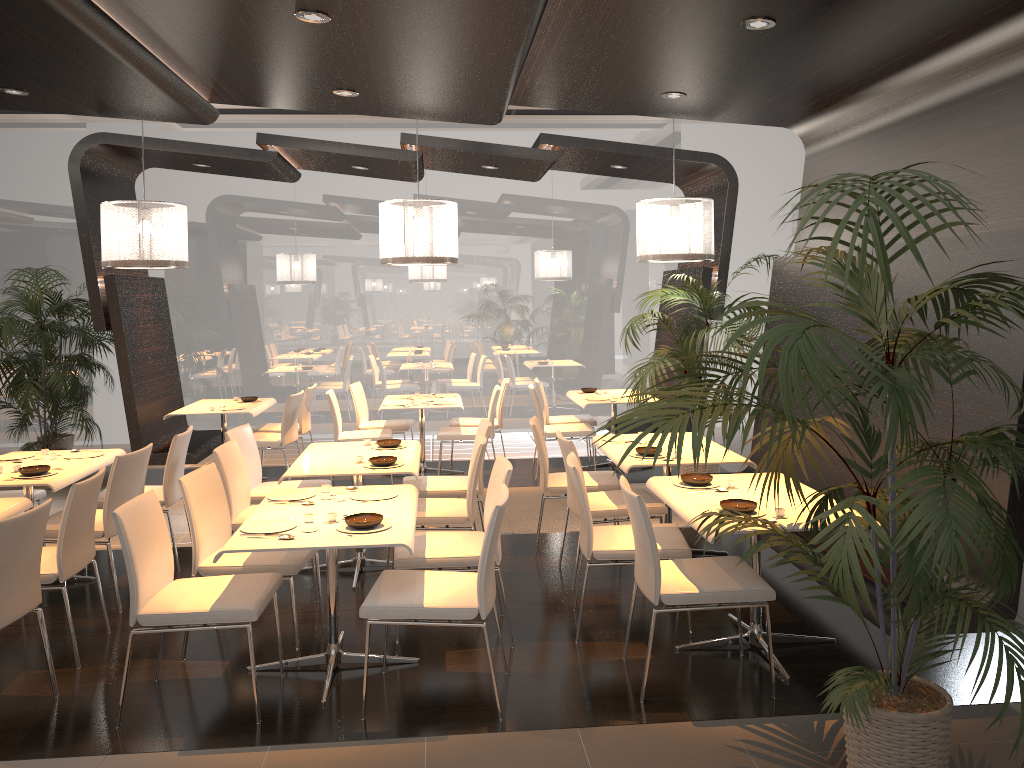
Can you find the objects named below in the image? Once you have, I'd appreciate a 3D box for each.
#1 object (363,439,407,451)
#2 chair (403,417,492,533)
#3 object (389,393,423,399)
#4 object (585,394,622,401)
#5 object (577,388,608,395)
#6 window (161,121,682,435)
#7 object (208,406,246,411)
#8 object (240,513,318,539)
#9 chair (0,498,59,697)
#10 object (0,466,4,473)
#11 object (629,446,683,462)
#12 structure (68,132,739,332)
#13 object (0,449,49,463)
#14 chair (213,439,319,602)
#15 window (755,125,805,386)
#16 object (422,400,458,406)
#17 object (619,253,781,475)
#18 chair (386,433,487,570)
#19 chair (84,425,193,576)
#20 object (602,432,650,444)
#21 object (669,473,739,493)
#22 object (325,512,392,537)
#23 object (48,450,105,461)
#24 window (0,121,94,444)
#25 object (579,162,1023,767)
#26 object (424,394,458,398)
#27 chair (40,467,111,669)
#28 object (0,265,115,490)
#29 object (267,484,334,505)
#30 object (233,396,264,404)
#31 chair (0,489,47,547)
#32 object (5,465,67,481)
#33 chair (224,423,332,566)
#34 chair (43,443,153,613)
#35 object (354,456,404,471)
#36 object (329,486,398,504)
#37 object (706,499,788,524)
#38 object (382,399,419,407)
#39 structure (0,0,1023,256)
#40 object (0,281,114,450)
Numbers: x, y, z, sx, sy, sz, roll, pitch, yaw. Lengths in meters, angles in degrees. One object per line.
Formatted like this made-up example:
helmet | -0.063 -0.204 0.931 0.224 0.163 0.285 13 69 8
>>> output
object | -0.855 0.401 5.942 0.303 0.044 0.366 -1 6 -6
chair | -0.436 0.697 6.005 0.605 0.868 0.485 -1 2 -7
object | -1.069 0.121 8.879 0.335 0.038 0.378 -2 6 -11
object | 0.873 0.132 8.453 0.335 0.038 0.378 -2 6 -11
object | 0.826 0.070 9.069 0.303 0.044 0.366 -1 6 -6
window | -0.993 -1.338 10.852 6.579 3.974 0.070 -1 1 -5
object | -2.644 0.212 8.204 0.335 0.038 0.378 -2 6 -16
object | -1.009 0.612 3.824 0.335 0.038 0.378 -2 6 -11
chair | -2.276 0.955 3.650 0.605 0.868 0.485 -1 2 3
object | -3.128 0.522 5.096 0.335 0.038 0.378 -2 6 -11
object | 0.879 0.422 5.442 0.303 0.044 0.366 -1 6 -6
structure | -0.924 -1.444 8.578 5.933 1.725 1.406 -1 3 -5
object | -3.181 0.463 5.708 0.335 0.038 0.378 -2 6 -11
chair | -1.422 0.789 5.240 0.605 0.872 0.485 -1 2 -2
window | 3.174 -1.060 7.326 0.070 3.968 6.606 -1 4 -5
object | -0.690 0.165 8.373 0.335 0.038 0.378 -2 6 -16
object | 1.657 -0.065 7.405 1.504 2.056 1.566 -1 3 8
chair | -0.447 0.765 5.308 0.605 0.868 0.485 -1 2 -2
chair | -2.430 0.745 5.829 0.605 0.868 0.485 -1 2 -7
object | 0.796 0.369 6.039 0.335 0.038 0.378 -2 6 -11
object | 0.994 0.504 4.581 0.303 0.044 0.366 -1 6 -6
object | -0.676 0.600 3.868 0.303 0.044 0.366 -1 6 -6
object | -2.845 0.450 5.789 0.335 0.038 0.378 -2 6 -16
window | -8.165 -1.166 10.235 6.579 3.974 0.070 -1 1 -5
object | 1.232 0.375 2.948 1.562 2.056 1.508 1 4 41
object | -0.728 0.105 8.988 0.335 0.038 0.378 -2 6 -16
chair | -2.342 0.891 4.339 0.605 0.872 0.485 -1 2 -7
object | -4.378 -0.048 8.194 1.561 2.056 1.509 -1 3 -11
object | -1.062 0.554 4.436 0.335 0.038 0.378 -2 6 -11
object | -2.633 0.152 8.780 0.303 0.044 0.366 -1 6 -6
chair | -3.450 0.770 5.733 0.605 0.868 0.485 -1 2 3
object | -2.809 0.507 5.168 0.303 0.044 0.366 -1 6 -6
chair | -1.564 0.723 5.915 0.605 0.868 0.485 -1 2 3
chair | -2.441 0.815 5.134 0.605 0.872 0.485 -1 2 3
object | -0.800 0.463 5.296 0.303 0.044 0.366 -1 6 -6
object | -0.752 0.544 4.480 0.335 0.038 0.378 -2 6 -16
object | 1.057 0.562 3.978 0.303 0.044 0.366 -1 6 -6
object | -1.046 0.180 8.270 0.335 0.038 0.378 -2 6 -11
structure | -2.911 -1.036 4.654 10.661 1.733 2.912 -1 4 -5
object | -4.690 -0.146 9.254 1.508 2.056 1.563 -3 4 -43
